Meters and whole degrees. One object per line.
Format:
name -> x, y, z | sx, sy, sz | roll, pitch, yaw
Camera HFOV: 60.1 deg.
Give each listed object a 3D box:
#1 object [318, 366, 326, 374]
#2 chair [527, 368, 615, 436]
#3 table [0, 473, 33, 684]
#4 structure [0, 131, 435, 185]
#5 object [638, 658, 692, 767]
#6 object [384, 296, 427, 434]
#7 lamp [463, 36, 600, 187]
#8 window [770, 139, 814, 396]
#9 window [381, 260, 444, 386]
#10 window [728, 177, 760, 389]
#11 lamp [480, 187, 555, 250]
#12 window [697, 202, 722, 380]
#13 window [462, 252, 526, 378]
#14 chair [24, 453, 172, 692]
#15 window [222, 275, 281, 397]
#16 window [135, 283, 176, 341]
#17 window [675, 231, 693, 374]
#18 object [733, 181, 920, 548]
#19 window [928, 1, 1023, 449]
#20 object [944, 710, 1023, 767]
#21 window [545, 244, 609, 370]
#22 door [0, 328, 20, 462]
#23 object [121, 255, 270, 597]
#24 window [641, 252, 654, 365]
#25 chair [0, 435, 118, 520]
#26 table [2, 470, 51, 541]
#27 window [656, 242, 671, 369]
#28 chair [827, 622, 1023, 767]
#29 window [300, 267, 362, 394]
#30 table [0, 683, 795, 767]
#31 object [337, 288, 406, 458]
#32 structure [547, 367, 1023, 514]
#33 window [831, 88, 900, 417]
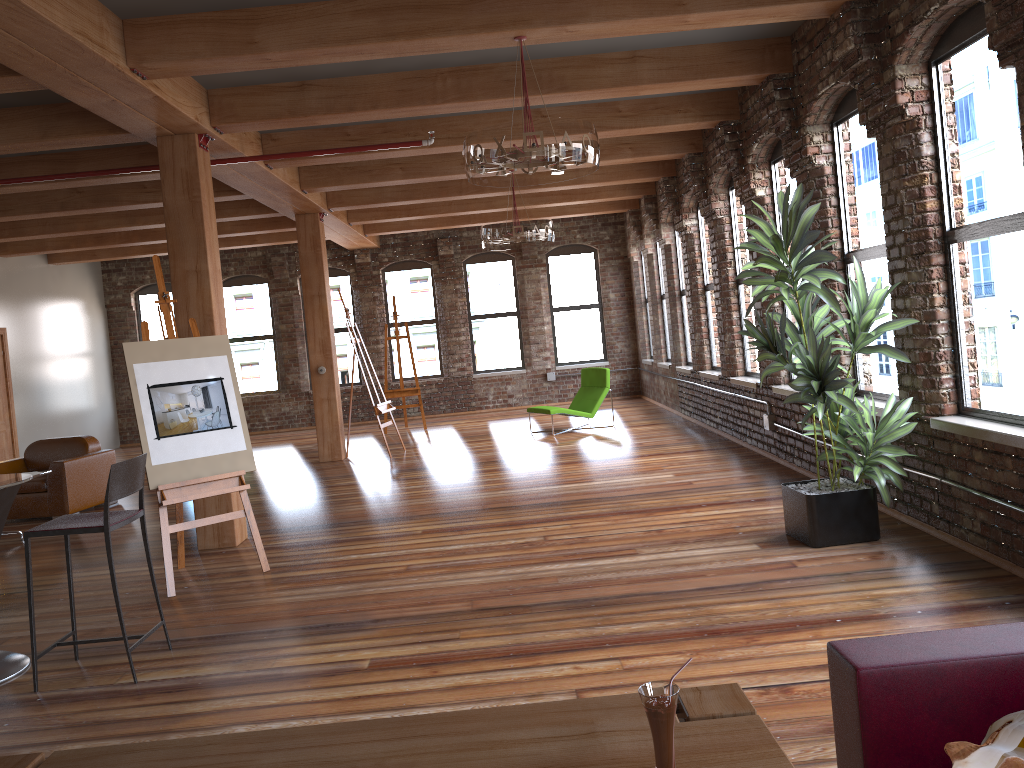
object -> -2.348, -0.168, 10.928 | 0.095, 0.095, 0.061 | -5, 2, -1
chair -> 0.765, 0.222, 11.879 | 0.958, 0.796, 0.680 | -7, 2, -26
table -> -2.654, 0.954, 4.235 | 0.720, 0.924, 0.723 | -5, 2, 24
structure -> -4.032, -1.728, 7.353 | 6.808, 0.112, 0.051 | -5, 1, -1
object -> 0.282, 0.621, 1.616 | 0.095, 0.232, 0.076 | -5, 1, 32
object -> -1.772, -0.339, 13.980 | 0.662, 2.139, 0.685 | -6, 1, -6
lamp -> 0.088, -1.643, 5.239 | 0.808, 0.814, 0.811 | -4, 3, 42
window -> 2.364, -1.008, 7.486 | 0.232, 2.213, 0.969 | -5, 1, 0
window -> -1.789, -1.117, 15.907 | 0.968, 2.226, 0.221 | -5, 1, -1
window -> 2.347, -1.095, 8.954 | 0.236, 2.213, 0.969 | -5, 1, 0
lamp -> 0.033, -1.902, 9.587 | 0.808, 0.814, 0.811 | -4, 3, 35
window -> 2.326, -1.182, 10.421 | 0.230, 2.213, 0.969 | -5, 1, 0
window -> -0.325, -1.262, 15.924 | 0.968, 2.217, 0.219 | -5, 1, -1
chair -> -1.954, 0.857, 4.153 | 0.467, 0.981, 0.430 | -5, 1, -1
window -> -4.715, -0.869, 15.941 | 0.968, 2.168, 0.086 | -5, 1, -1
window -> -6.200, -0.727, 15.924 | 0.968, 2.168, 0.086 | -5, 1, -1
window -> 2.309, -1.269, 11.884 | 0.233, 2.213, 0.969 | -5, 1, 0
object -> 1.860, -0.137, 5.293 | 0.966, 2.102, 1.082 | -5, 1, 13
window -> 2.402, -0.833, 4.552 | 0.235, 2.213, 0.969 | -5, 1, 0
object -> 1.075, 0.733, 1.665 | 0.756, 0.296, 0.364 | -7, 3, -29
window -> 1.155, -1.404, 15.941 | 0.968, 2.217, 0.219 | -5, 1, -1
door -> -7.092, 0.299, 11.968 | 0.226, 2.119, 1.031 | -5, 1, 0
object -> -2.130, 0.191, 5.804 | 0.703, 2.139, 0.684 | -6, 1, -41
window -> 2.272, -1.446, 14.846 | 0.232, 2.213, 0.969 | -5, 1, 0
chair -> -4.736, 0.952, 8.990 | 1.063, 0.735, 0.832 | -5, 2, 9
table -> -4.518, 1.143, 6.927 | 0.939, 0.559, 1.873 | -5, 3, 0
window -> 2.290, -1.357, 13.352 | 0.231, 2.213, 0.969 | -5, 1, 0
chair -> 1.215, 0.901, 1.605 | 0.865, 0.592, 1.072 | -5, 3, 0
window -> -3.248, -0.977, 15.890 | 0.968, 2.226, 0.221 | -5, 1, -1
table -> -0.316, 1.072, 1.592 | 1.750, 0.549, 0.901 | -5, 3, -1
object -> -1.856, -0.158, 11.126 | 0.684, 2.139, 0.663 | -5, 1, 9
structure -> 2.325, 0.201, 9.167 | 1.634, 0.313, 13.720 | -6, 3, -7
window -> 2.384, -0.920, 6.019 | 0.235, 2.213, 0.969 | -5, 1, 0
